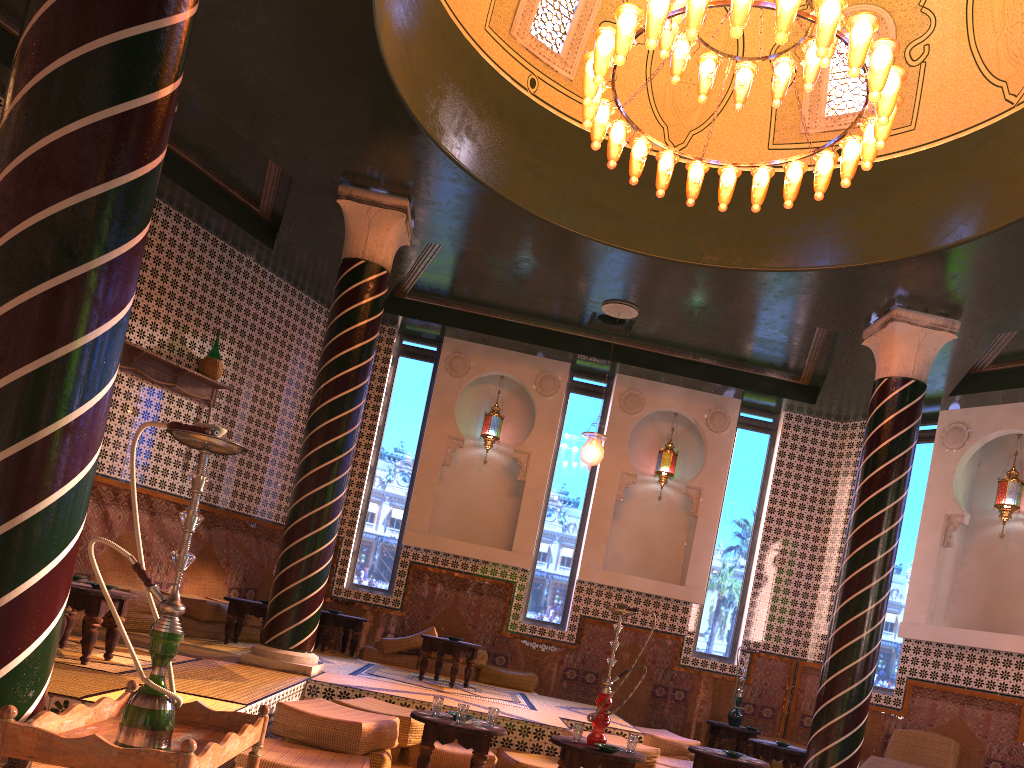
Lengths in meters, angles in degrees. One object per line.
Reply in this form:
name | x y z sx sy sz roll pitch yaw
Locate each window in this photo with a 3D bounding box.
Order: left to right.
window | -1.925 1.443 14.073 0.776 3.955 0.092 11 -2 -3
window | 0.875 2.036 14.215 0.776 3.955 0.092 11 -2 -3
window | 3.674 2.628 14.357 0.776 3.955 0.092 11 -2 -3
window | 2.238 -4.170 7.023 5.684 1.144 5.744 1 -18 33
window | 5.937 2.750 13.181 0.093 3.954 0.765 13 -3 -31

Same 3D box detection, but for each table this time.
table | -4.075 2.014 7.687 0.830 0.580 0.874 3 -14 37
table | -3.546 1.934 7.019 0.830 0.580 0.874 3 -14 37
table | -3.393 3.147 11.285 0.836 0.580 0.868 10 -11 4
table | -2.678 3.814 13.186 0.830 0.580 0.873 8 -12 16
table | -0.856 3.696 11.465 0.832 0.580 0.871 9 -11 10
table | -0.506 3.153 7.335 0.847 0.580 0.857 13 -11 -11
table | 0.690 3.420 7.451 0.867 0.580 0.836 20 -14 -36
table | 2.190 4.138 8.943 0.829 0.580 0.875 4 -13 33
table | 3.385 5.599 13.389 0.834 0.580 0.870 10 -11 8
table | 3.503 5.091 11.451 0.867 0.580 0.836 20 -14 -36

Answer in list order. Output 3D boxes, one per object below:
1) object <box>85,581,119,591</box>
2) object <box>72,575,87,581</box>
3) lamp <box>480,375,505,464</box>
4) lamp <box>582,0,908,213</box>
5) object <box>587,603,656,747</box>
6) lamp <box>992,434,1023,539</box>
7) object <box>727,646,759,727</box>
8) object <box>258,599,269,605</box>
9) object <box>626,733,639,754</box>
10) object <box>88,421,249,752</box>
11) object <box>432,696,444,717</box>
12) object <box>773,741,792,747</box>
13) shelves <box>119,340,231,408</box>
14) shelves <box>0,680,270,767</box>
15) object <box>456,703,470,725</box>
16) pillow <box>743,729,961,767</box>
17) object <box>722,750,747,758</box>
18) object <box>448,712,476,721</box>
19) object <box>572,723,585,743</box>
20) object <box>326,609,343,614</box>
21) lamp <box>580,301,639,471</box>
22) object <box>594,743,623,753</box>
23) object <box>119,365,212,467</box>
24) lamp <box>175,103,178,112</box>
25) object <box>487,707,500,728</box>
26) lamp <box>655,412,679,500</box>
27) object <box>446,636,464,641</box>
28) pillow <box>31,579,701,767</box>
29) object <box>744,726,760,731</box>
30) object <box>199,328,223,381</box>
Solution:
object | -3.347 1.657 7.042 0.248 0.045 0.261 8 -15 13
object | -3.896 1.711 7.633 0.254 0.045 0.255 16 -15 -16
lamp | -0.301 0.576 14.229 0.319 1.547 0.371 9 -4 32
lamp | 2.143 -4.167 6.886 2.460 4.552 2.531 11 -5 6
object | 0.922 2.535 7.482 0.458 1.239 0.307 10 -3 14
lamp | 6.968 1.414 12.063 0.369 1.547 0.321 13 -3 -28
object | 3.529 4.688 13.396 0.295 1.240 0.478 9 -5 35
object | -3.200 2.855 11.276 0.248 0.045 0.261 8 -15 13
object | 1.037 3.109 7.462 0.094 0.161 0.092 14 -6 -24
object | -1.342 0.755 3.253 0.461 1.240 0.303 11 -3 6
object | -0.637 2.747 7.347 0.091 0.161 0.095 6 -8 46
object | 3.573 4.763 11.407 0.248 0.045 0.261 8 -15 13
shelves | -4.983 -0.570 9.934 0.252 0.336 4.684 8 -15 28
shelves | -1.537 1.902 3.412 0.747 1.271 1.217 11 -8 0
object | -0.414 2.739 7.159 0.094 0.161 0.092 14 -6 -24
pillow | 5.411 5.196 11.399 1.445 1.173 5.770 17 -16 -30
object | 2.277 3.808 8.866 0.254 0.045 0.255 16 -15 -16
object | -0.435 2.870 7.434 0.249 0.045 0.261 -2 -20 42
object | 0.567 3.010 7.438 0.092 0.161 0.094 11 -6 1
object | -2.689 3.448 13.056 0.248 0.045 0.261 8 -15 13
lamp | 1.280 0.074 11.948 0.525 2.292 0.520 12 -3 -13
object | 0.807 3.062 7.240 0.249 0.045 0.261 -2 -20 42
object | -4.641 0.395 10.993 0.059 1.028 2.069 10 -12 29
lamp | -3.907 -1.830 8.769 0.525 2.292 0.520 12 -3 -13
object | -0.167 2.846 7.371 0.094 0.161 0.092 14 -6 -24
lamp | 2.600 1.196 14.396 0.354 1.547 0.334 9 -4 32
object | -0.770 3.391 11.476 0.248 0.045 0.261 8 -15 13
pillow | -2.257 2.953 8.871 10.046 1.246 10.248 11 -15 -1
object | 3.677 5.293 13.251 0.248 0.045 0.261 8 -15 13
object | -4.022 -0.406 11.670 0.297 0.713 0.310 8 -6 40
